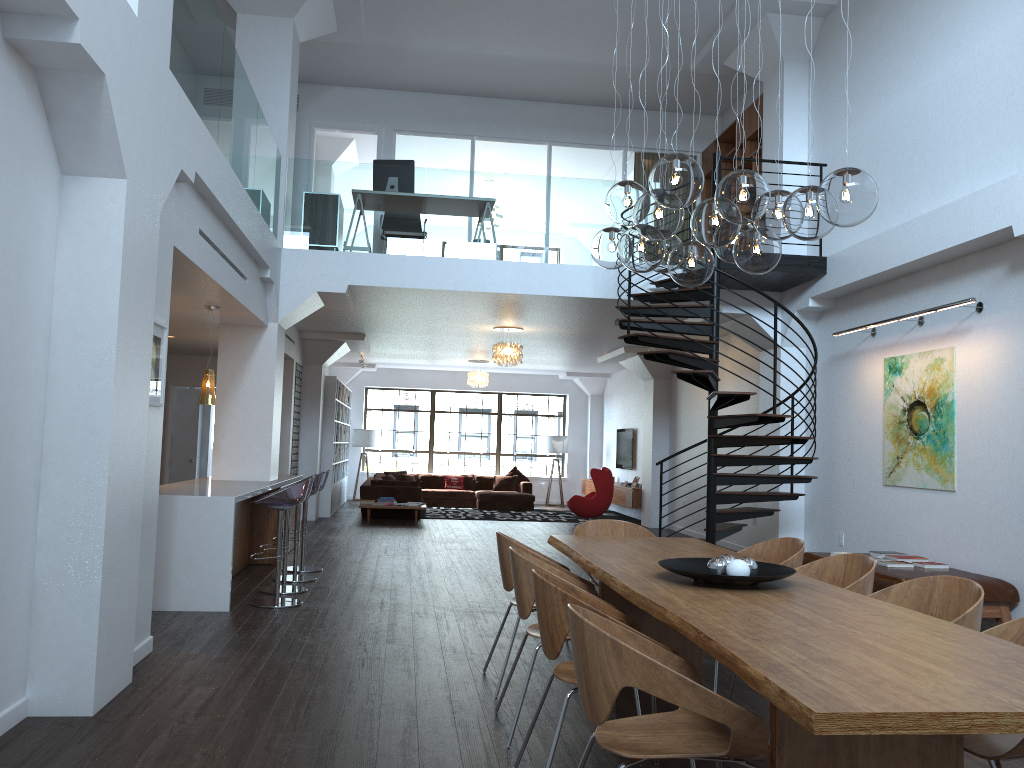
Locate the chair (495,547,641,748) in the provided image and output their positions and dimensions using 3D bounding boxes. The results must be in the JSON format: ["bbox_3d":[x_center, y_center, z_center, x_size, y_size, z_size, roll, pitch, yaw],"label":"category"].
[{"bbox_3d":[0.264,1.201,4.190,0.618,0.833,0.629,2,-4,-7],"label":"chair"}]

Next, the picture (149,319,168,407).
[{"bbox_3d":[-2.096,-0.126,5.174,0.018,0.500,0.500,2,-4,-7],"label":"picture"}]

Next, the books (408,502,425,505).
[{"bbox_3d":[-1.642,2.030,15.092,0.256,0.035,0.350,1,-4,18],"label":"books"}]

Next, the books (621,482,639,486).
[{"bbox_3d":[2.280,1.943,17.184,0.250,0.053,0.400,2,-4,-7],"label":"books"}]

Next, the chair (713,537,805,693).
[{"bbox_3d":[1.364,1.299,5.099,0.617,0.830,0.629,2,-4,-7],"label":"chair"}]

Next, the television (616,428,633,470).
[{"bbox_3d":[2.281,1.317,18.007,0.013,0.816,1.324,2,-4,-7],"label":"television"}]

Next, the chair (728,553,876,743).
[{"bbox_3d":[1.450,1.250,4.337,0.618,0.833,0.629,2,-4,-5],"label":"chair"}]

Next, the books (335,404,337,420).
[{"bbox_3d":[-3.180,0.493,15.602,0.176,0.290,0.053,2,-4,-7],"label":"books"}]

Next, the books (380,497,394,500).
[{"bbox_3d":[-2.131,1.947,15.108,0.224,0.027,0.157,2,-4,-2],"label":"books"}]

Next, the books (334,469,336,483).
[{"bbox_3d":[-3.306,1.675,16.116,0.183,0.253,0.042,2,-4,-7],"label":"books"}]

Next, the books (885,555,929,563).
[{"bbox_3d":[3.324,1.475,7.466,0.283,0.043,0.197,2,-4,-7],"label":"books"}]

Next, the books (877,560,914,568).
[{"bbox_3d":[3.084,1.447,7.130,0.224,0.032,0.161,2,-4,-7],"label":"books"}]

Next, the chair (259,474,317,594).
[{"bbox_3d":[-1.962,1.282,7.717,0.481,1.014,0.530,2,-4,-9],"label":"chair"}]

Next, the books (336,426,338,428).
[{"bbox_3d":[-3.300,0.919,16.331,0.176,0.294,0.102,2,-4,-7],"label":"books"}]

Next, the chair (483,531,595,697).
[{"bbox_3d":[0.188,1.253,4.965,0.618,0.833,0.629,2,-4,-9],"label":"chair"}]

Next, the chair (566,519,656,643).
[{"bbox_3d":[0.696,1.327,5.780,0.629,0.833,0.618,3,-4,-12],"label":"chair"}]

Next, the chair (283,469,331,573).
[{"bbox_3d":[-2.099,1.366,8.975,0.481,1.014,0.530,2,-4,-5],"label":"chair"}]

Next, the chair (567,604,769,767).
[{"bbox_3d":[0.449,1.101,2.673,0.618,0.833,0.629,2,-4,-7],"label":"chair"}]

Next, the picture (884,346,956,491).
[{"bbox_3d":[3.597,0.318,7.870,0.010,1.200,1.095,2,-4,-7],"label":"picture"}]

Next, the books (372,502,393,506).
[{"bbox_3d":[-2.154,1.986,14.694,0.236,0.035,0.340,1,-4,18],"label":"books"}]

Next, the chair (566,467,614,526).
[{"bbox_3d":[1.351,1.925,15.256,0.801,1.006,0.798,1,-4,18],"label":"chair"}]

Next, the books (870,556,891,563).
[{"bbox_3d":[2.994,1.460,7.385,0.247,0.040,0.185,2,-4,-4],"label":"books"}]

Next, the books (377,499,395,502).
[{"bbox_3d":[-2.137,1.978,15.107,0.279,0.035,0.191,2,-4,3],"label":"books"}]

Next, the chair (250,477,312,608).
[{"bbox_3d":[-1.858,1.242,7.094,0.481,1.014,0.530,2,-4,-5],"label":"chair"}]

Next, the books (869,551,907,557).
[{"bbox_3d":[3.304,1.498,7.784,0.254,0.044,0.183,3,-4,-12],"label":"books"}]

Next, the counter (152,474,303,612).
[{"bbox_3d":[-1.739,1.349,7.427,3.039,0.860,8.182,5,-5,-36],"label":"counter"}]

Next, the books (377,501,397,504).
[{"bbox_3d":[-2.133,2.014,15.101,0.312,0.037,0.216,3,-4,-17],"label":"books"}]

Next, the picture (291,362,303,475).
[{"bbox_3d":[-3.371,0.880,13.833,0.021,2.380,0.800,2,-4,-7],"label":"picture"}]

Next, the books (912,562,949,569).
[{"bbox_3d":[3.367,1.458,7.138,0.224,0.036,0.161,3,-4,-13],"label":"books"}]

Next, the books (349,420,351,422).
[{"bbox_3d":[-3.690,0.802,19.411,0.254,0.032,0.174,0,-5,28],"label":"books"}]

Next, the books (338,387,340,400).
[{"bbox_3d":[-3.236,0.177,16.144,0.182,0.253,0.098,2,-4,-7],"label":"books"}]

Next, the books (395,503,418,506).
[{"bbox_3d":[-1.754,2.000,14.733,0.342,0.040,0.231,-1,-5,33],"label":"books"}]

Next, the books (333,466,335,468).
[{"bbox_3d":[-3.200,1.441,15.373,0.223,0.027,0.161,2,-4,3],"label":"books"}]

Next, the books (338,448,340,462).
[{"bbox_3d":[-3.369,1.344,16.836,0.183,0.253,0.034,2,-4,-7],"label":"books"}]

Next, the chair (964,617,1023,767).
[{"bbox_3d":[1.643,1.149,2.809,0.618,0.833,0.629,2,-4,-7],"label":"chair"}]

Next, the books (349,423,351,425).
[{"bbox_3d":[-3.695,0.869,19.411,0.284,0.035,0.197,0,-4,23],"label":"books"}]

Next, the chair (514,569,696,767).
[{"bbox_3d":[0.357,1.151,3.433,0.618,0.833,0.629,2,-4,-7],"label":"chair"}]

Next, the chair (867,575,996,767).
[{"bbox_3d":[1.562,1.201,3.583,0.618,0.833,0.629,2,-4,-7],"label":"chair"}]

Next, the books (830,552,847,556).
[{"bbox_3d":[2.906,1.485,7.696,0.161,0.031,0.223,4,-5,-29],"label":"books"}]

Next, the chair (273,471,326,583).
[{"bbox_3d":[-2.023,1.325,8.350,0.481,1.014,0.530,2,-4,-9],"label":"chair"}]

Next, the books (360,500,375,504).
[{"bbox_3d":[-2.441,1.993,15.005,0.241,0.045,0.334,2,-4,-5],"label":"books"}]
